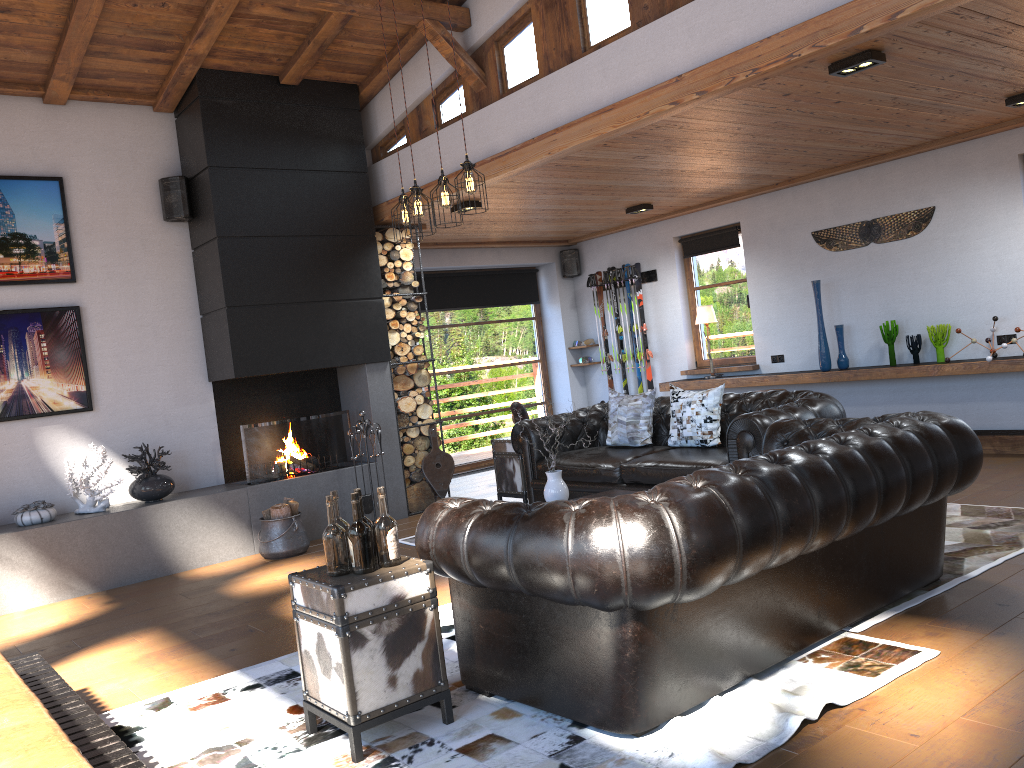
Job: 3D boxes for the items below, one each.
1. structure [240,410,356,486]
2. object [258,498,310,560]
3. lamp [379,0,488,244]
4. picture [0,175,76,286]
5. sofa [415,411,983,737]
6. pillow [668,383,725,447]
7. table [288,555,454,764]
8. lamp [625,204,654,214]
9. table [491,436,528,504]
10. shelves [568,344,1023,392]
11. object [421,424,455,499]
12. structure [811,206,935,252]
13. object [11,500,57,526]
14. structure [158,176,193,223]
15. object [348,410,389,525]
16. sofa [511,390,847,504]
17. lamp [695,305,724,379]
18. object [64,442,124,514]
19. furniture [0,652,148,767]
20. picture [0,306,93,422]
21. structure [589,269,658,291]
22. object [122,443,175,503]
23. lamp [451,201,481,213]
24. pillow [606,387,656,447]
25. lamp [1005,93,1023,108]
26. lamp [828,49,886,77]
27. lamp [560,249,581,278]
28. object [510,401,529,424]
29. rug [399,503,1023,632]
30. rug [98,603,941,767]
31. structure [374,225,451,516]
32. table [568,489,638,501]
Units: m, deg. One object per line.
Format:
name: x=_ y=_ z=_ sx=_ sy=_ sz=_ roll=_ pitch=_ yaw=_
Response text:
structure: x=-1.752 y=0.536 z=7.487 sx=0.995 sy=0.514 sz=0.181 roll=-8 pitch=2 yaw=-38
object: x=-1.775 y=1.112 z=6.846 sx=0.386 sy=0.431 sz=0.382 roll=-7 pitch=1 yaw=-11
lamp: x=-0.602 y=-2.026 z=5.458 sx=0.793 sy=2.201 sz=0.265 roll=-6 pitch=2 yaw=43
picture: x=-3.754 y=-1.134 z=6.548 sx=0.890 sy=0.816 sz=0.035 roll=-8 pitch=2 yaw=-38
sofa: x=0.984 y=0.658 z=3.803 sx=2.598 sy=0.838 sz=1.224 roll=-8 pitch=2 yaw=-38
pillow: x=1.351 y=0.216 z=6.545 sx=0.287 sy=0.469 sz=0.522 roll=-8 pitch=2 yaw=-35
table: x=-0.523 y=0.973 z=3.261 sx=0.410 sy=0.609 sz=0.412 roll=-8 pitch=2 yaw=-38
lamp: x=1.311 y=-1.809 z=9.133 sx=0.157 sy=0.068 sz=0.258 roll=-8 pitch=2 yaw=-38
table: x=0.123 y=0.756 z=7.756 sx=0.410 sy=0.609 sz=0.412 roll=-8 pitch=2 yaw=-38
shelves: x=2.846 y=-0.148 z=8.836 sx=0.620 sy=0.988 sz=6.562 roll=-8 pitch=2 yaw=-37
object: x=-0.678 y=0.759 z=8.077 sx=0.260 sy=0.795 sz=0.271 roll=-6 pitch=1 yaw=36
structure: x=3.287 y=-1.396 z=8.174 sx=0.100 sy=0.239 sz=1.233 roll=-8 pitch=2 yaw=-37
object: x=-3.417 y=0.920 z=6.343 sx=0.284 sy=0.160 sz=0.256 roll=-8 pitch=2 yaw=-35
structure: x=-2.748 y=-1.512 z=7.255 sx=0.216 sy=0.349 sz=0.211 roll=-8 pitch=2 yaw=-38
object: x=-1.195 y=0.724 z=7.436 sx=0.306 sy=1.017 sz=0.309 roll=-7 pitch=1 yaw=8
sofa: x=1.232 y=0.539 z=6.674 sx=1.255 sy=0.838 sz=2.534 roll=-8 pitch=2 yaw=-38
lamp: x=2.341 y=-0.137 z=9.763 sx=0.640 sy=1.481 sz=0.243 roll=-8 pitch=1 yaw=-34
object: x=-3.098 y=0.695 z=6.495 sx=0.423 sy=0.532 sz=0.261 roll=-6 pitch=1 yaw=21
furniture: x=-1.757 y=1.231 z=2.518 sx=1.190 sy=0.436 sz=2.726 roll=-8 pitch=2 yaw=-37
picture: x=-3.634 y=-0.147 z=6.568 sx=0.890 sy=0.816 sz=0.035 roll=-8 pitch=2 yaw=-38
structure: x=1.268 y=-1.230 z=10.665 sx=0.323 sy=0.135 sz=1.038 roll=-8 pitch=2 yaw=-37
object: x=-2.788 y=0.675 z=6.817 sx=0.343 sy=0.455 sz=0.332 roll=-7 pitch=1 yaw=-12
lamp: x=-0.404 y=-1.560 z=7.784 sx=0.157 sy=0.068 sz=0.258 roll=-8 pitch=2 yaw=-38
pillow: x=0.944 y=0.249 z=7.078 sx=0.287 sy=0.469 sz=0.522 roll=-8 pitch=2 yaw=-35
lamp: x=3.588 y=-1.993 z=6.153 sx=0.157 sy=0.068 sz=0.258 roll=-8 pitch=2 yaw=-38
lamp: x=1.869 y=-1.744 z=4.806 sx=0.157 sy=0.068 sz=0.258 roll=-8 pitch=2 yaw=-38
lamp: x=0.749 y=-1.540 z=11.337 sx=0.216 sy=0.349 sz=0.211 roll=-8 pitch=2 yaw=-38
object: x=0.074 y=0.304 z=7.722 sx=0.149 sy=0.319 sz=0.248 roll=-7 pitch=1 yaw=4
rug: x=1.229 y=0.957 z=5.974 sx=2.462 sy=0.053 sz=3.995 roll=-8 pitch=2 yaw=-37
rug: x=-0.588 y=1.263 z=3.168 sx=3.856 sy=0.053 sz=2.402 roll=-8 pitch=2 yaw=-37
structure: x=-1.048 y=-0.127 z=8.244 sx=0.508 sy=2.616 sz=0.505 roll=-8 pitch=1 yaw=-38
table: x=0.700 y=0.879 z=5.469 sx=0.405 sy=0.350 sz=0.643 roll=-8 pitch=2 yaw=-32
